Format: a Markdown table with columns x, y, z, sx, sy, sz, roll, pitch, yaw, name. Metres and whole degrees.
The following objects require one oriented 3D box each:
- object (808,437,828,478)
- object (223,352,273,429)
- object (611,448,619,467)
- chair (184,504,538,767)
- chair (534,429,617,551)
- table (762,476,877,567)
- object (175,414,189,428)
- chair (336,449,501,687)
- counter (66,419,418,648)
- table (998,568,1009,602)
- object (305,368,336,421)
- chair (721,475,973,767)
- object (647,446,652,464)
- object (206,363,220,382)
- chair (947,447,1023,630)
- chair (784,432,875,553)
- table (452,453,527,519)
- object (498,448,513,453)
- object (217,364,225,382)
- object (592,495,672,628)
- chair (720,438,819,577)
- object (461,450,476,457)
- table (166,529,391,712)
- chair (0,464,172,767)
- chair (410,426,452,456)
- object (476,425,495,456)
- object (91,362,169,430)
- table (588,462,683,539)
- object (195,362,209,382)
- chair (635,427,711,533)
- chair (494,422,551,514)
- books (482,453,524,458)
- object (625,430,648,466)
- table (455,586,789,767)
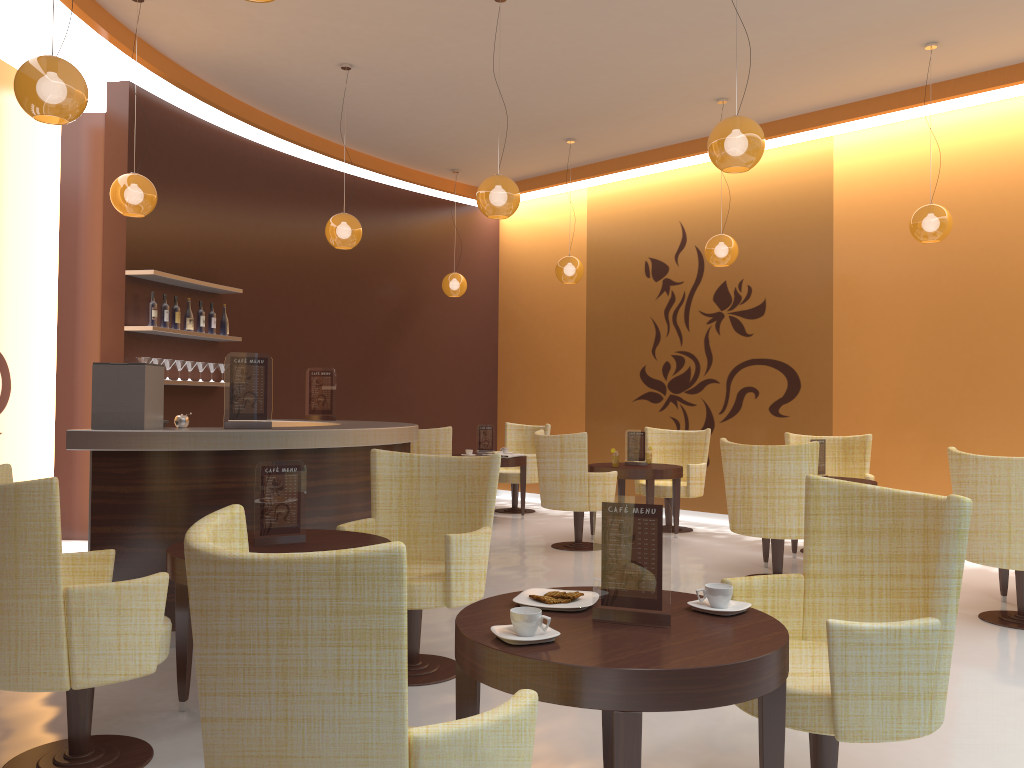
| x | y | z | sx | sy | sz | roll | pitch | yaw | name |
| --- | --- | --- | --- | --- | --- | --- | --- | --- | --- |
| 2.389 | 0.580 | 6.924 | 0.209 | 0.335 | 0.042 | 1 | -1 | -27 | object |
| -1.433 | 0.037 | 4.825 | 0.258 | 0.414 | 0.052 | 1 | -1 | -31 | object |
| 0.942 | 0.671 | 8.073 | 0.067 | 0.171 | 0.072 | 0 | -1 | 27 | object |
| -0.330 | 0.786 | 1.866 | 0.685 | 1.017 | 0.729 | 2 | -2 | -42 | chair |
| 0.546 | 0.916 | 7.743 | 0.685 | 1.017 | 0.729 | 1 | -1 | -28 | chair |
| 2.377 | 1.087 | 6.921 | 0.872 | 0.679 | 0.874 | 1 | -1 | -9 | table |
| -1.806 | 0.202 | 4.853 | 0.075 | 0.077 | 0.075 | 0 | -1 | 13 | object |
| -0.439 | 0.833 | 4.209 | 0.729 | 1.017 | 0.685 | 0 | -1 | 23 | chair |
| -1.422 | 0.814 | 5.825 | 1.586 | 1.100 | 2.917 | 1 | -1 | 0 | counter |
| 3.593 | 1.076 | 5.716 | 0.872 | 0.679 | 0.874 | 1 | -1 | 1 | table |
| -1.498 | 0.079 | 6.948 | 0.258 | 0.414 | 0.052 | 0 | -1 | 14 | object |
| 1.007 | 0.818 | 2.744 | 0.685 | 1.017 | 0.729 | 1 | -1 | -13 | chair |
| 1.316 | 0.684 | 8.542 | 0.067 | 0.171 | 0.072 | 1 | -1 | 2 | object |
| -2.710 | -0.100 | 8.011 | 0.137 | 0.174 | 0.137 | 1 | -1 | -20 | object |
| 2.983 | 0.890 | 5.210 | 0.685 | 1.017 | 0.729 | 2 | -2 | -42 | chair |
| 2.740 | 0.937 | 7.652 | 0.729 | 1.017 | 0.685 | 0 | -1 | 13 | chair |
| -0.282 | 1.113 | 9.554 | 0.872 | 0.679 | 0.874 | 1 | -1 | -9 | table |
| -0.072 | 0.741 | 9.810 | 0.153 | 0.069 | 0.153 | 0 | -1 | 28 | object |
| -2.663 | -0.096 | 8.159 | 0.137 | 0.174 | 0.137 | 0 | -1 | 20 | object |
| 0.317 | 0.465 | 2.352 | 0.209 | 0.335 | 0.042 | 0 | -1 | 20 | object |
| 1.874 | 0.900 | 6.307 | 0.729 | 1.017 | 0.685 | 0 | -2 | 42 | chair |
| -0.452 | 0.727 | 9.323 | 0.153 | 0.069 | 0.153 | 1 | -1 | -19 | object |
| -0.923 | 0.984 | 3.551 | 0.872 | 0.679 | 0.874 | 1 | -1 | 1 | table |
| -1.524 | 0.798 | 3.035 | 0.685 | 1.017 | 0.729 | 2 | -1 | -38 | chair |
| -0.785 | 0.926 | 8.940 | 0.729 | 1.017 | 0.685 | 0 | -2 | 42 | chair |
| -0.283 | 0.607 | 9.614 | 0.209 | 0.335 | 0.042 | 1 | -1 | -22 | object |
| -2.000 | 0.065 | 4.689 | 0.270 | 0.340 | 0.373 | 1 | -1 | 0 | object |
| 1.149 | 1.102 | 8.283 | 0.872 | 0.679 | 0.874 | 1 | -1 | -14 | table |
| -2.759 | -0.104 | 7.862 | 0.137 | 0.174 | 0.137 | 0 | -1 | 20 | object |
| 1.610 | 0.951 | 8.937 | 0.729 | 1.017 | 0.685 | 0 | -1 | 33 | chair |
| 0.077 | 0.963 | 10.285 | 0.729 | 1.017 | 0.685 | -1 | -2 | 44 | chair |
| -0.086 | 0.755 | 9.385 | 0.345 | 0.035 | 0.367 | 0 | -1 | 35 | books |
| 0.469 | 0.602 | 8.959 | 2.090 | 0.335 | 0.187 | 0 | -2 | 41 | object |
| 0.281 | 0.972 | 2.372 | 0.872 | 0.679 | 0.874 | 1 | -1 | 1 | table |
